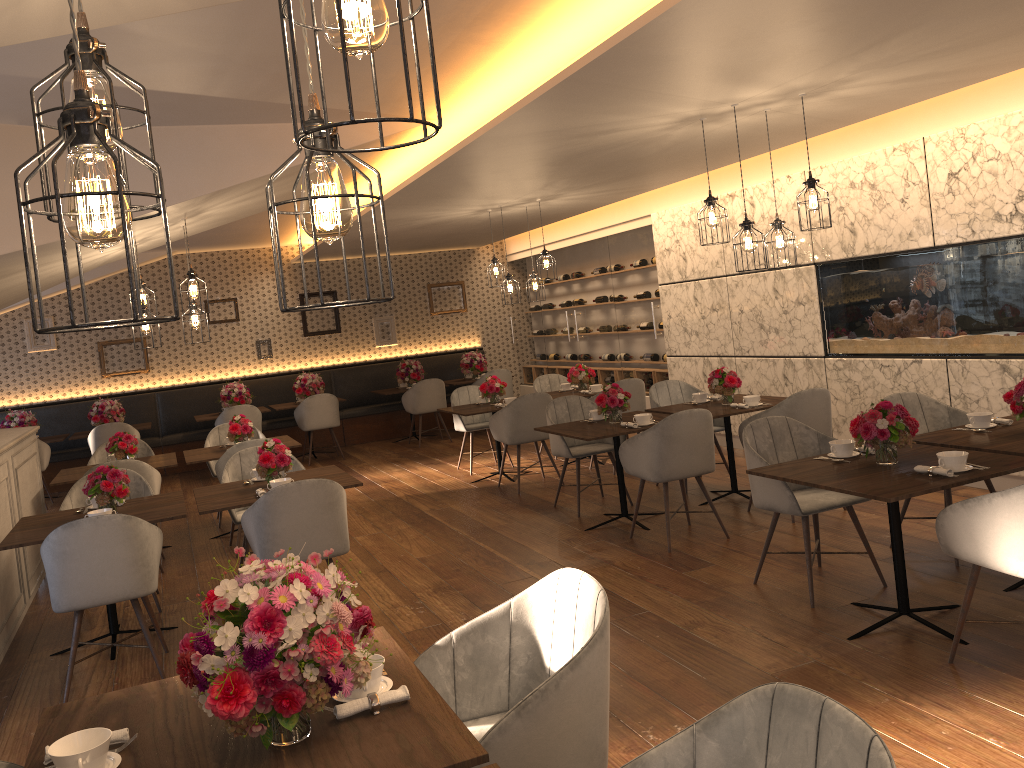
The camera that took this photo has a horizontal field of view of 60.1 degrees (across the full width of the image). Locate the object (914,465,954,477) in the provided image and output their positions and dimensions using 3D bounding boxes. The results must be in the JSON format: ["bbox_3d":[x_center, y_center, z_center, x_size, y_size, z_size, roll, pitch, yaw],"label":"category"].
[{"bbox_3d":[1.762,0.363,3.701,0.056,0.039,0.175,-8,5,-21],"label":"object"}]

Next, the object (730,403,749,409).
[{"bbox_3d":[1.652,0.157,6.431,0.056,0.039,0.175,-8,5,-21],"label":"object"}]

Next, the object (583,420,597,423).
[{"bbox_3d":[0.591,0.280,6.631,0.022,0.004,0.211,-8,5,-21],"label":"object"}]

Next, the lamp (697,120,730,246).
[{"bbox_3d":[1.148,-1.896,5.479,0.175,2.068,0.175,-7,1,-20],"label":"lamp"}]

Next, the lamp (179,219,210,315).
[{"bbox_3d":[-2.246,-1.499,5.952,0.175,2.068,0.175,-7,1,-20],"label":"lamp"}]

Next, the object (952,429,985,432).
[{"bbox_3d":[2.359,0.237,4.577,0.043,0.015,0.197,-8,5,-25],"label":"object"}]

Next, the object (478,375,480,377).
[{"bbox_3d":[-0.517,-0.121,13.018,0.056,0.039,0.175,-8,5,-21],"label":"object"}]

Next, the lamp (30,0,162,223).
[{"bbox_3d":[-0.791,-1.305,1.449,0.175,2.068,0.175,-7,1,-20],"label":"lamp"}]

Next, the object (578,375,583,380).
[{"bbox_3d":[0.685,-0.069,8.975,0.049,0.052,0.077,-7,4,-12],"label":"object"}]

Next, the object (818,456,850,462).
[{"bbox_3d":[1.548,0.361,4.242,0.022,0.004,0.211,-8,5,-21],"label":"object"}]

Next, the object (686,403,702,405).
[{"bbox_3d":[1.438,0.156,6.973,0.022,0.004,0.211,-8,5,-21],"label":"object"}]

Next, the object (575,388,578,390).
[{"bbox_3d":[0.654,0.045,9.347,0.025,0.024,0.192,-8,5,-21],"label":"object"}]

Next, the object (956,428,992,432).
[{"bbox_3d":[2.394,0.238,4.584,0.022,0.004,0.211,-8,5,-21],"label":"object"}]

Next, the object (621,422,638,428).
[{"bbox_3d":[0.806,0.281,6.090,0.056,0.039,0.175,-8,5,-21],"label":"object"}]

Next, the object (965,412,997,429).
[{"bbox_3d":[2.453,0.193,4.636,0.148,0.072,0.149,-5,4,21],"label":"object"}]

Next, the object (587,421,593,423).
[{"bbox_3d":[0.556,0.279,6.624,0.043,0.015,0.197,-8,5,-25],"label":"object"}]

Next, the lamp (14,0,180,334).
[{"bbox_3d":[-0.647,-1.102,1.148,0.175,2.068,0.175,-7,1,-20],"label":"lamp"}]

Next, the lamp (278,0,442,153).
[{"bbox_3d":[-0.294,-1.332,1.078,0.175,2.068,0.175,-7,1,-20],"label":"lamp"}]

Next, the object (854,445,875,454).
[{"bbox_3d":[1.713,0.317,4.338,0.056,0.039,0.175,-8,5,-21],"label":"object"}]

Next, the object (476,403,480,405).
[{"bbox_3d":[-0.366,0.200,8.925,0.043,0.015,0.197,-8,5,-25],"label":"object"}]

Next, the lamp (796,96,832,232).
[{"bbox_3d":[1.645,-1.923,5.108,0.175,2.068,0.175,-7,1,-20],"label":"lamp"}]

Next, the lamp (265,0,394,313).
[{"bbox_3d":[-0.395,-1.150,1.387,0.175,2.068,0.175,-7,1,-20],"label":"lamp"}]

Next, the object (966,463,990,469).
[{"bbox_3d":[1.965,0.343,3.804,0.043,0.015,0.197,-8,5,-25],"label":"object"}]

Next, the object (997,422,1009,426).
[{"bbox_3d":[2.532,0.206,4.658,0.025,0.024,0.192,-8,5,-21],"label":"object"}]

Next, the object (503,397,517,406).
[{"bbox_3d":[-0.013,0.170,8.433,0.149,0.072,0.148,-10,5,-44],"label":"object"}]

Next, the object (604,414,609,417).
[{"bbox_3d":[0.756,0.236,6.727,0.056,0.039,0.175,-8,5,-21],"label":"object"}]

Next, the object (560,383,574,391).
[{"bbox_3d":[0.575,0.032,9.326,0.149,0.072,0.148,-10,5,-44],"label":"object"}]

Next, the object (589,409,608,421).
[{"bbox_3d":[0.649,0.234,6.684,0.149,0.072,0.148,-10,5,-44],"label":"object"}]

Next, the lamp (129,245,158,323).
[{"bbox_3d":[-2.743,-1.472,6.324,0.175,2.068,0.175,-7,1,-20],"label":"lamp"}]

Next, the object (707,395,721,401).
[{"bbox_3d":[1.603,0.112,7.068,0.056,0.039,0.175,-8,5,-21],"label":"object"}]

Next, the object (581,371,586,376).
[{"bbox_3d":[0.708,-0.102,8.972,0.048,0.052,0.076,-9,4,-42],"label":"object"}]

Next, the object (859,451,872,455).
[{"bbox_3d":[1.685,0.329,4.316,0.025,0.024,0.192,-8,5,-21],"label":"object"}]

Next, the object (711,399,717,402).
[{"bbox_3d":[1.575,0.124,7.046,0.025,0.024,0.192,-8,5,-21],"label":"object"}]

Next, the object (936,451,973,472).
[{"bbox_3d":[1.865,0.330,3.743,0.148,0.072,0.149,-5,4,21],"label":"object"}]

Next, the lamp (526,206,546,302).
[{"bbox_3d":[0.135,-1.862,8.937,0.175,2.068,0.175,-7,1,-20],"label":"lamp"}]

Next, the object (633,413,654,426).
[{"bbox_3d":[0.909,0.249,6.132,0.149,0.072,0.148,-10,5,-44],"label":"object"}]

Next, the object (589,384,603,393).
[{"bbox_3d":[0.834,0.046,8.775,0.149,0.072,0.148,-10,5,-44],"label":"object"}]

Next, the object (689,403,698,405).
[{"bbox_3d":[1.409,0.154,6.969,0.043,0.015,0.197,-8,5,-18],"label":"object"}]

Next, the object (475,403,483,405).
[{"bbox_3d":[-0.330,0.201,8.932,0.022,0.004,0.211,-8,5,-21],"label":"object"}]

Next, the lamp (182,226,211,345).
[{"bbox_3d":[-2.346,-1.317,6.261,0.175,2.068,0.175,-7,1,-20],"label":"lamp"}]

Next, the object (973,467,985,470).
[{"bbox_3d":[1.931,0.353,3.797,0.022,0.004,0.211,-8,5,-21],"label":"object"}]

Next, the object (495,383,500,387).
[{"bbox_3d":[-0.157,0.013,8.657,0.077,0.052,0.046,-4,3,30],"label":"object"}]

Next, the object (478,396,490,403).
[{"bbox_3d":[-0.272,0.155,8.985,0.149,0.072,0.148,-10,5,-44],"label":"object"}]

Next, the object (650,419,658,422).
[{"bbox_3d":[1.009,0.261,6.193,0.043,0.015,0.197,-8,5,-25],"label":"object"}]

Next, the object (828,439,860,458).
[{"bbox_3d":[1.606,0.316,4.295,0.148,0.072,0.149,-5,4,21],"label":"object"}]

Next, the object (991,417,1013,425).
[{"bbox_3d":[2.559,0.194,4.679,0.056,0.039,0.175,-8,5,-21],"label":"object"}]

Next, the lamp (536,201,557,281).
[{"bbox_3d":[0.236,-2.044,8.628,0.175,2.068,0.175,-7,1,-20],"label":"lamp"}]

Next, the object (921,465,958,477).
[{"bbox_3d":[1.791,0.365,3.723,0.025,0.024,0.192,-8,5,-21],"label":"object"}]

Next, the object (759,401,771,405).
[{"bbox_3d":[1.856,0.138,6.534,0.043,0.015,0.197,-8,5,-25],"label":"object"}]

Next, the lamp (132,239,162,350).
[{"bbox_3d":[-2.599,-1.269,6.023,0.175,2.068,0.175,-7,1,-20],"label":"lamp"}]

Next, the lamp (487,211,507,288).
[{"bbox_3d":[-0.261,-2.017,8.999,0.175,2.068,0.175,-7,1,-20],"label":"lamp"}]

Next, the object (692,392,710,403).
[{"bbox_3d":[1.496,0.111,7.025,0.149,0.072,0.148,-10,5,-44],"label":"object"}]

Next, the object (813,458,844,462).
[{"bbox_3d":[1.512,0.360,4.235,0.043,0.015,0.197,-8,5,-25],"label":"object"}]

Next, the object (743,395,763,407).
[{"bbox_3d":[1.755,0.125,6.474,0.149,0.072,0.148,-10,5,-44],"label":"object"}]

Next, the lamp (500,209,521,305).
[{"bbox_3d":[-0.117,-1.814,8.699,0.175,2.068,0.175,-7,1,-20],"label":"lamp"}]
